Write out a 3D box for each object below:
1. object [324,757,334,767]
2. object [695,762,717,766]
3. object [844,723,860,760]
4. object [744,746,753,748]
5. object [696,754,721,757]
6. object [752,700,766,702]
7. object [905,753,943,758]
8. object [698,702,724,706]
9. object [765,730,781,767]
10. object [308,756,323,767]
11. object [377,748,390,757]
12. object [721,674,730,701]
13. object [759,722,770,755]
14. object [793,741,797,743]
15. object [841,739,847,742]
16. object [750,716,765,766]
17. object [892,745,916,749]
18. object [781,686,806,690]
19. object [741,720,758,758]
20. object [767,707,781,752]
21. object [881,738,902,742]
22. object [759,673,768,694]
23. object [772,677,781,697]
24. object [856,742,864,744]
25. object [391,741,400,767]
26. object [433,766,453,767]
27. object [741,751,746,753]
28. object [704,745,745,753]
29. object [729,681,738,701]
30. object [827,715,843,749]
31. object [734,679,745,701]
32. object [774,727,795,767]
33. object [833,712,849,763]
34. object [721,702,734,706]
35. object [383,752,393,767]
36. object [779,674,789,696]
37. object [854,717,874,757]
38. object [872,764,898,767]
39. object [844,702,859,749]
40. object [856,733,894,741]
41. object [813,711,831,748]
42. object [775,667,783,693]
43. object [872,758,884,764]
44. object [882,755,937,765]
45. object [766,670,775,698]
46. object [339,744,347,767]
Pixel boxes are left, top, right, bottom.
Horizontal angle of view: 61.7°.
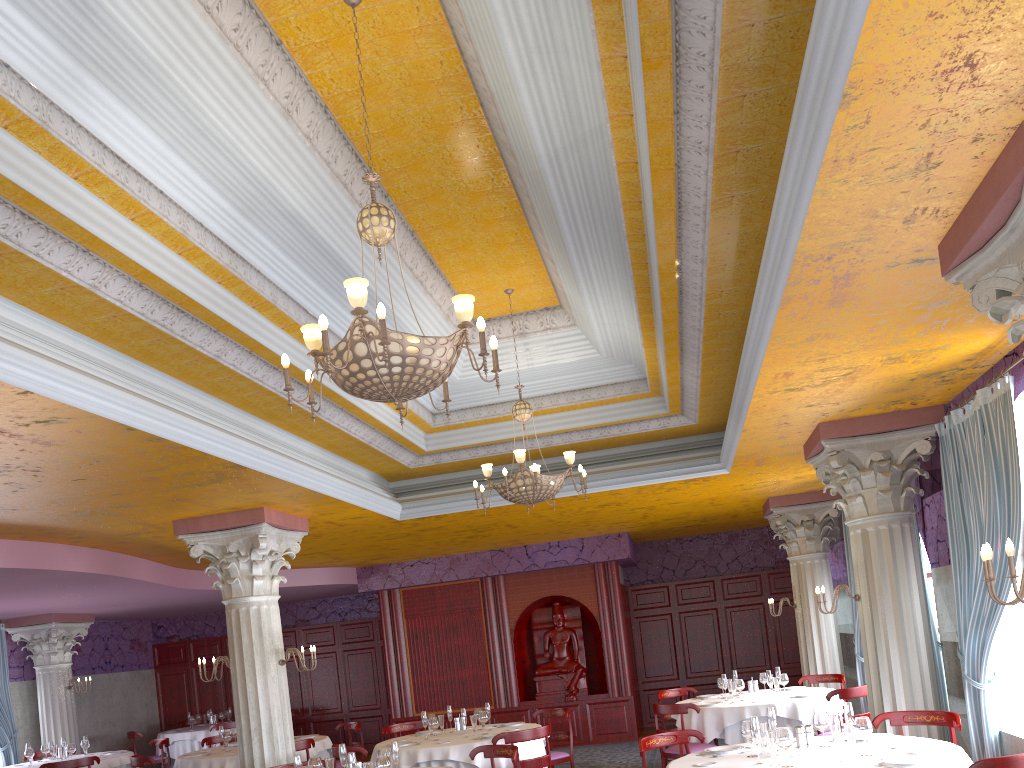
[{"bbox_3d":[-1.509,3.230,7.123,0.086,0.233,0.086,-7,-4,13],"label":"object"},{"bbox_3d":[1.388,2.723,6.133,0.159,0.009,0.164,-9,-17,10],"label":"object"},{"bbox_3d":[2.269,2.389,5.723,0.085,0.233,0.087,-6,-4,-10],"label":"object"},{"bbox_3d":[1.812,2.853,6.730,0.027,0.013,0.242,3,-19,-33],"label":"object"},{"bbox_3d":[1.494,2.816,6.501,0.054,0.019,0.268,2,-18,-28],"label":"object"},{"bbox_3d":[2.900,3.727,10.055,0.159,0.009,0.165,7,-21,-38],"label":"object"},{"bbox_3d":[2.649,2.394,5.520,0.054,0.019,0.268,2,-18,-28],"label":"object"},{"bbox_3d":[2.388,3.842,10.273,0.315,0.023,0.324,-9,-17,10],"label":"object"},{"bbox_3d":[1.769,2.468,5.802,0.087,0.233,0.085,-9,-4,35],"label":"object"},{"bbox_3d":[-1.617,3.214,7.073,0.121,0.259,0.126,-5,-5,-21],"label":"object"},{"bbox_3d":[-1.060,3.175,7.151,0.124,0.259,0.123,-8,-5,24],"label":"object"},{"bbox_3d":[2.637,3.756,10.596,0.073,0.330,0.075,-4,-3,-43],"label":"object"},{"bbox_3d":[1.849,2.610,6.305,0.086,0.233,0.086,-7,-4,13],"label":"object"},{"bbox_3d":[2.154,2.807,6.700,0.164,0.009,0.160,-20,-21,39],"label":"object"},{"bbox_3d":[2.585,2.721,6.562,0.253,0.003,0.023,5,-20,-34],"label":"object"},{"bbox_3d":[1.687,2.460,5.905,0.075,0.330,0.074,-8,-3,24],"label":"object"},{"bbox_3d":[2.716,2.515,5.932,0.158,0.009,0.166,3,-19,-28],"label":"object"},{"bbox_3d":[3.655,3.956,11.129,0.315,0.023,0.324,-9,-17,10],"label":"object"},{"bbox_3d":[1.742,2.594,6.255,0.124,0.259,0.123,-8,-5,24],"label":"object"},{"bbox_3d":[1.946,2.574,6.384,0.073,0.330,0.075,-6,-3,-21],"label":"object"},{"bbox_3d":[2.787,2.607,6.274,0.232,0.013,0.028,5,-18,-34],"label":"object"},{"bbox_3d":[3.248,3.851,11.023,0.122,0.259,0.124,-7,-5,2],"label":"object"},{"bbox_3d":[3.220,3.685,10.414,0.085,0.233,0.087,-6,-4,-10],"label":"object"},{"bbox_3d":[2.559,2.642,6.300,0.029,0.010,0.145,3,-19,-30],"label":"object"},{"bbox_3d":[-0.938,3.063,6.943,0.073,0.330,0.075,-6,-3,-21],"label":"object"},{"bbox_3d":[-0.654,3.280,7.257,0.323,0.023,0.316,-20,-21,39],"label":"object"},{"bbox_3d":[1.785,2.788,6.500,0.138,0.010,0.031,4,-18,-31],"label":"object"},{"bbox_3d":[1.647,2.840,6.646,0.311,0.023,0.328,-1,-17,-19],"label":"object"},{"bbox_3d":[2.720,3.764,10.492,0.085,0.233,0.087,-6,-4,-10],"label":"object"},{"bbox_3d":[2.349,2.530,6.227,0.087,0.233,0.085,-9,-4,35],"label":"object"},{"bbox_3d":[2.768,3.714,10.386,0.121,0.259,0.126,-5,-5,-21],"label":"object"},{"bbox_3d":[1.817,2.418,5.696,0.121,0.259,0.126,-5,-5,-21],"label":"object"},{"bbox_3d":[2.162,2.329,5.647,0.073,0.330,0.075,-4,-3,-43],"label":"object"},{"bbox_3d":[2.532,3.782,10.119,0.256,0.019,0.057,3,-18,-29],"label":"object"},{"bbox_3d":[-1.009,3.151,7.045,0.086,0.233,0.086,-7,-4,13],"label":"object"},{"bbox_3d":[3.324,3.675,10.464,0.124,0.259,0.123,-8,-5,24],"label":"object"},{"bbox_3d":[2.374,2.379,5.774,0.121,0.259,0.126,-5,-5,-21],"label":"object"},{"bbox_3d":[2.331,2.365,5.292,0.027,0.013,0.242,3,-19,-33],"label":"object"},{"bbox_3d":[2.421,2.443,6.125,0.074,0.330,0.075,-7,-2,2],"label":"object"},{"bbox_3d":[2.704,2.660,6.439,0.315,0.023,0.324,-9,-17,10],"label":"object"},{"bbox_3d":[2.298,2.555,6.333,0.122,0.259,0.124,-7,-5,2],"label":"object"},{"bbox_3d":[3.371,3.739,10.816,0.073,0.330,0.075,-4,-3,-43],"label":"object"},{"bbox_3d":[2.358,2.432,5.522,0.138,0.010,0.031,4,-18,-31],"label":"object"},{"bbox_3d":[2.494,2.366,5.375,0.315,0.023,0.324,-9,-17,10],"label":"object"},{"bbox_3d":[3.112,3.625,10.337,0.073,0.330,0.075,-4,-3,-43],"label":"object"},{"bbox_3d":[-1.413,3.194,7.202,0.073,0.330,0.075,-4,-3,-43],"label":"object"}]
